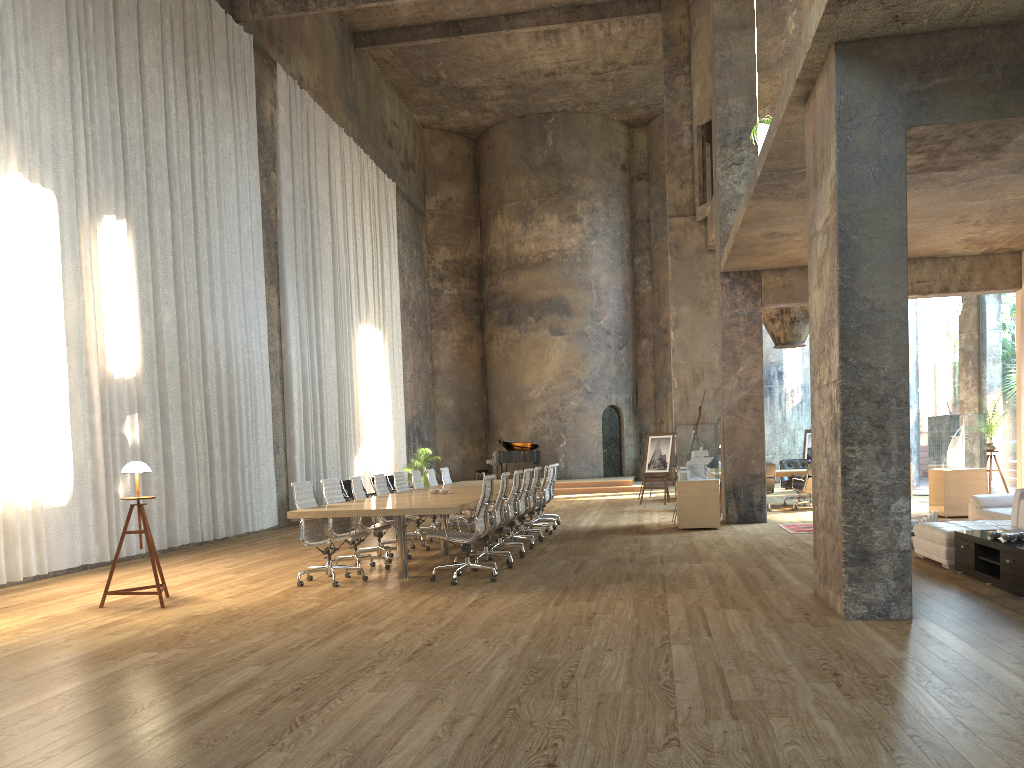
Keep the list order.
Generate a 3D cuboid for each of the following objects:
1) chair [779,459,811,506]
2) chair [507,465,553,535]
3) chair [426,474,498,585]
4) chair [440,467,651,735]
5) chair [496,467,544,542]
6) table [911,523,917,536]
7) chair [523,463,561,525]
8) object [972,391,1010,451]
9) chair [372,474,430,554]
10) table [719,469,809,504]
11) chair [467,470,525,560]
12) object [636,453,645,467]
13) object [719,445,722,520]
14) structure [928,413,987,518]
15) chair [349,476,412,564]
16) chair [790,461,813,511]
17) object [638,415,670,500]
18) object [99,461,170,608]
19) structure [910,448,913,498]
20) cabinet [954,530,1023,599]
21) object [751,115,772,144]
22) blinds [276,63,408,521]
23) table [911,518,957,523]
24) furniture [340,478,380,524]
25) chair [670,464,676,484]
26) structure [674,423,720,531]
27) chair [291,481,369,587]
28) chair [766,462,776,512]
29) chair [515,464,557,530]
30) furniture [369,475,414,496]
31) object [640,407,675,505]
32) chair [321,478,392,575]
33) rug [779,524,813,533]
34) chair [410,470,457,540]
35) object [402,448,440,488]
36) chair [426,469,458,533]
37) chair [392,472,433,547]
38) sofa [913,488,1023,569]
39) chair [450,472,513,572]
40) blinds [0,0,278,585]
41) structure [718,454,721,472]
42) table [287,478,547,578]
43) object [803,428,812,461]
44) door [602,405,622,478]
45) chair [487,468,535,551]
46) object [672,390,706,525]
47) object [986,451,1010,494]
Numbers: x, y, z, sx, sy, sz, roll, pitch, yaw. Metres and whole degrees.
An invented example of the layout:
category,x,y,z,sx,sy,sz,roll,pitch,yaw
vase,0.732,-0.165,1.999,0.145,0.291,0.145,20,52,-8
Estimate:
category,x,y,z,sx,sy,sz,roll,pitch,yaw
chair,5.613,1.919,17.213,0.730,0.896,0.819,-2,0,10
chair,0.254,1.738,13.103,0.699,1.030,0.663,-2,1,9
chair,-0.476,1.412,8.590,0.700,1.030,0.662,-2,1,15
chair,1.932,1.791,14.524,12.960,1.035,31.457,-3,-5,9
chair,0.101,1.672,12.184,0.700,1.030,0.662,-2,1,15
table,4.724,1.737,10.060,0.791,0.203,1.109,-3,-4,9
chair,0.483,1.863,14.806,0.700,1.030,0.662,-2,1,15
object,7.454,0.584,13.727,0.688,0.943,0.857,-2,0,0
chair,-1.437,1.673,11.444,0.700,1.030,0.662,-2,1,15
table,4.991,1.986,16.550,2.411,0.703,1.102,-3,-2,9
chair,-0.181,1.545,10.430,0.700,1.030,0.662,-2,1,15
object,4.392,2.623,28.234,0.913,0.995,0.904,-2,0,20
object,3.703,1.601,14.683,0.571,1.303,0.655,-2,2,9
structure,6.775,1.246,13.393,0.595,1.554,0.739,-2,2,9
chair,-1.573,1.606,10.522,0.699,1.030,0.663,-2,1,9
chair,5.380,1.816,15.783,0.728,0.896,0.821,-2,0,-17
object,3.409,1.698,20.945,0.685,2.156,0.697,0,3,35
object,-3.257,1.331,7.803,0.571,1.303,0.655,0,2,42
structure,7.597,1.824,17.767,0.735,1.019,0.741,-2,1,9
cabinet,4.064,1.452,7.184,0.396,0.370,1.559,-2,-4,9
object,4.154,-2.893,12.575,1.403,1.817,1.351,-2,0,15
blinds,-3.634,-1.424,20.377,0.275,8.679,7.805,-2,0,10
table,4.781,1.742,10.423,0.860,0.247,0.369,-3,-2,9
furniture,-2.928,2.284,17.332,0.709,0.844,1.869,-2,-3,9
chair,3.455,1.971,16.806,0.821,0.896,0.728,-2,0,5
structure,2.758,1.380,13.118,0.595,1.554,0.739,-2,2,9
chair,-1.816,1.482,8.821,0.700,1.030,0.662,-2,1,15
chair,4.378,1.865,15.915,0.730,0.896,0.819,-2,0,3
chair,0.381,1.799,13.949,0.700,1.030,0.662,-2,1,18
furniture,-2.551,2.455,19.687,0.709,0.844,1.869,-2,-3,9
object,3.215,1.558,19.066,0.702,2.156,0.680,0,3,41
chair,-1.708,1.545,9.678,0.700,1.030,0.662,-2,1,18
rug,5.071,1.991,12.276,2.464,0.009,1.344,-3,-5,9
chair,-1.155,1.800,13.198,0.700,1.030,0.662,-2,1,15
object,-2.358,2.419,23.204,1.092,1.463,1.126,-2,0,0
chair,-1.012,1.866,14.103,0.699,1.030,0.662,-2,1,13
chair,-1.295,1.736,12.311,0.700,1.030,0.662,-2,1,18
sofa,5.207,1.397,9.323,2.065,0.724,2.924,-3,-4,9
chair,-0.324,1.479,9.524,0.699,1.030,0.662,-2,1,13
blinds,-5.002,-2.040,11.854,0.275,8.679,7.805,-2,0,10
structure,4.433,2.091,19.608,0.744,1.019,0.732,-2,1,9
table,-0.688,1.810,11.895,1.602,0.760,7.703,-3,-4,9
object,7.804,1.644,22.430,0.702,2.156,0.680,0,3,38
door,3.133,1.823,27.967,0.899,2.307,0.091,-4,3,-33
chair,-0.041,1.609,11.316,0.700,1.030,0.662,-2,1,18
object,2.868,1.172,13.985,0.685,2.156,0.697,-2,3,8
object,7.429,1.539,13.784,0.656,0.977,0.570,-3,1,-27
